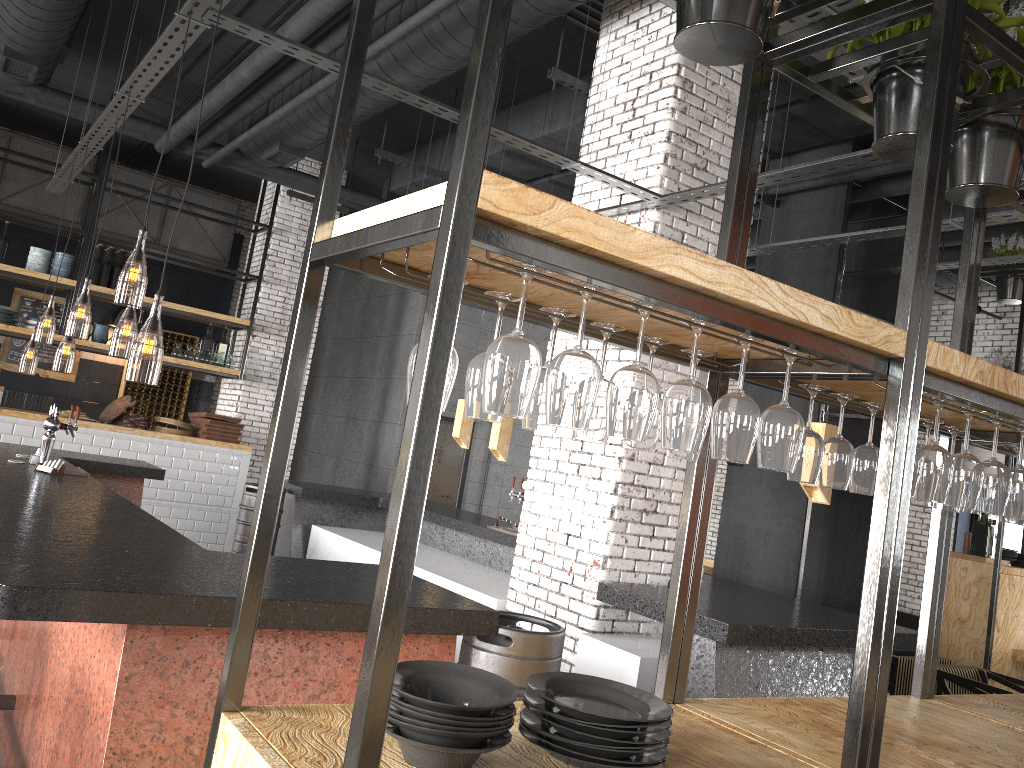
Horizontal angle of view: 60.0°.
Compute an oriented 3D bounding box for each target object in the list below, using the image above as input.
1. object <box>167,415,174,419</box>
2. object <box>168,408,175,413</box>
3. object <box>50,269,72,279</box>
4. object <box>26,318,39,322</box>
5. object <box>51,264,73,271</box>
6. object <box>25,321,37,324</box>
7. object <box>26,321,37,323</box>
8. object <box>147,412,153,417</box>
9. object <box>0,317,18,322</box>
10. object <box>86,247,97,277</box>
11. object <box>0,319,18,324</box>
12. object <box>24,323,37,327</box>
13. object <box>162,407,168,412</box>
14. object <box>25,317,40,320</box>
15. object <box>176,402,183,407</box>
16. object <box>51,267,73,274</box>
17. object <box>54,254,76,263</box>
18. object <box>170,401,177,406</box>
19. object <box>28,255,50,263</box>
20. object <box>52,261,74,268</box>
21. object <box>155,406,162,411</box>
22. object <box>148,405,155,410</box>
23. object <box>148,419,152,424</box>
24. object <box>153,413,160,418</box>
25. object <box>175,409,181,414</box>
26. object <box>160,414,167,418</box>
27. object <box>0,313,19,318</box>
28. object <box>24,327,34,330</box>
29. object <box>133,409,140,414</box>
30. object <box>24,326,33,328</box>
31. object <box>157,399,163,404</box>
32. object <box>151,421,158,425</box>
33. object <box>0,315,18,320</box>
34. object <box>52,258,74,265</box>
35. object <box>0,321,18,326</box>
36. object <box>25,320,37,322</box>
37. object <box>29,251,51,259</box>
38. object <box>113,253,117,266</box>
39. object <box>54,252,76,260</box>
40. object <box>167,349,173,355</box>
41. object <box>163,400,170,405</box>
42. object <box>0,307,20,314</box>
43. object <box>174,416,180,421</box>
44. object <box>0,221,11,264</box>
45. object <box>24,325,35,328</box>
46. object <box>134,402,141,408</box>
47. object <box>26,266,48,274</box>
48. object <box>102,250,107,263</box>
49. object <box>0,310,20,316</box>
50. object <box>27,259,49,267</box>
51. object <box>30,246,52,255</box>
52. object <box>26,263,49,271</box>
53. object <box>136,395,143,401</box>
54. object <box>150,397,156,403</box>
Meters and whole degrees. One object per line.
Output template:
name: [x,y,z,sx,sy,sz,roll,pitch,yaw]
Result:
object: [-4.993,0.498,12.971,0.079,0.079,0.281,13,-6,-34]
object: [-4.995,0.394,13.011,0.079,0.079,0.281,13,-6,-34]
object: [-4.875,-1.168,9.571,0.219,0.085,0.218,7,-6,25]
object: [-5.058,-0.664,9.481,0.265,0.034,0.265,11,-5,-21]
object: [-4.867,-1.233,9.576,0.218,0.092,0.219,14,-7,-44]
object: [-5.064,-0.625,9.476,0.263,0.032,0.262,8,-5,15]
object: [-5.063,-0.636,9.478,0.263,0.028,0.263,10,-5,-7]
object: [-5.233,0.445,12.831,0.079,0.079,0.281,13,-6,-34]
object: [-5.401,-0.693,9.249,0.453,0.050,0.453,11,-5,-13]
object: [-4.688,-1.302,9.907,0.098,0.472,0.098,11,-6,-11]
object: [-5.406,-0.669,9.245,0.454,0.042,0.452,6,-6,31]
object: [-5.068,-0.612,9.475,0.265,0.038,0.265,10,-5,-11]
object: [-5.074,0.376,12.963,0.079,0.079,0.281,13,-6,-34]
object: [-5.057,-0.675,9.481,0.264,0.037,0.265,13,-6,-38]
object: [-4.892,0.308,13.061,0.079,0.079,0.281,13,-6,-34]
object: [-4.866,-1.200,9.579,0.219,0.093,0.218,5,-7,40]
object: [-4.845,-1.326,9.594,0.219,0.096,0.217,5,-7,40]
object: [-4.956,0.291,12.990,0.079,0.079,0.281,13,-6,-34]
object: [-5.060,-1.326,9.476,0.210,0.078,0.209,11,-5,-11]
object: [-4.864,-1.264,9.582,0.218,0.092,0.218,9,-5,2]
object: [-5.140,0.359,12.895,0.079,0.079,0.281,13,-6,-34]
object: [-5.211,0.342,12.835,0.079,0.079,0.281,13,-6,-34]
object: [-5.238,0.549,12.801,0.079,0.079,0.281,13,-6,-34]
object: [-5.165,0.462,12.896,0.079,0.079,0.281,13,-6,-34]
object: [-4.919,0.411,13.063,0.079,0.079,0.281,13,-6,-34]
object: [-5.089,0.480,12.948,0.079,0.079,0.281,13,-6,-34]
object: [-5.392,-0.740,9.253,0.453,0.065,0.453,8,-5,19]
object: [-5.073,-0.571,9.470,0.263,0.026,0.263,9,-5,2]
object: [-5.387,0.410,12.728,0.079,0.079,0.281,13,-6,-34]
object: [-5.071,-0.583,9.471,0.263,0.038,0.263,11,-5,-18]
object: [-5.131,0.256,12.919,0.079,0.079,0.281,13,-6,-34]
object: [-5.169,0.566,12.864,0.079,0.079,0.281,13,-6,-34]
object: [-5.398,-0.717,9.249,0.454,0.062,0.452,9,-5,11]
object: [-4.858,-1.296,9.586,0.218,0.092,0.218,9,-5,7]
object: [-5.410,-0.645,9.243,0.454,0.033,0.453,5,-6,38]
object: [-5.061,-0.646,9.478,0.263,0.029,0.262,6,-6,33]
object: [-5.049,-1.367,9.480,0.210,0.076,0.209,6,-6,31]
object: [-4.511,-1.256,10.027,0.098,0.459,0.098,5,-7,34]
object: [-4.845,-1.358,9.597,0.218,0.091,0.218,11,-5,-16]
object: [-4.990,-0.467,12.967,0.079,0.079,0.283,13,-6,-33]
object: [-5.046,0.273,12.958,0.079,0.079,0.281,13,-6,-34]
object: [-5.384,-0.786,9.259,0.452,0.062,0.454,11,-5,-18]
object: [-4.927,0.515,13.039,0.079,0.079,0.281,13,-6,-34]
object: [-5.310,-1.465,9.251,0.098,0.472,0.098,11,-6,-11]
object: [-5.070,-0.594,9.472,0.263,0.037,0.262,7,-6,30]
object: [-5.379,0.307,12.752,0.079,0.079,0.281,13,-6,-34]
object: [-5.079,-1.196,9.465,0.210,0.065,0.210,11,-5,-16]
object: [-4.602,-1.276,9.965,0.098,0.459,0.098,11,-6,-11]
object: [-5.390,-0.762,9.255,0.454,0.048,0.453,10,-5,-7]
object: [-5.065,-1.282,9.477,0.210,0.074,0.209,6,-6,31]
object: [-5.040,-1.409,9.487,0.209,0.074,0.210,12,-6,-29]
object: [-5.072,-1.239,9.468,0.210,0.069,0.209,7,-6,22]
object: [-5.353,0.204,12.750,0.079,0.079,0.281,13,-6,-34]
object: [-5.199,0.239,12.854,0.079,0.079,0.281,13,-6,-34]
